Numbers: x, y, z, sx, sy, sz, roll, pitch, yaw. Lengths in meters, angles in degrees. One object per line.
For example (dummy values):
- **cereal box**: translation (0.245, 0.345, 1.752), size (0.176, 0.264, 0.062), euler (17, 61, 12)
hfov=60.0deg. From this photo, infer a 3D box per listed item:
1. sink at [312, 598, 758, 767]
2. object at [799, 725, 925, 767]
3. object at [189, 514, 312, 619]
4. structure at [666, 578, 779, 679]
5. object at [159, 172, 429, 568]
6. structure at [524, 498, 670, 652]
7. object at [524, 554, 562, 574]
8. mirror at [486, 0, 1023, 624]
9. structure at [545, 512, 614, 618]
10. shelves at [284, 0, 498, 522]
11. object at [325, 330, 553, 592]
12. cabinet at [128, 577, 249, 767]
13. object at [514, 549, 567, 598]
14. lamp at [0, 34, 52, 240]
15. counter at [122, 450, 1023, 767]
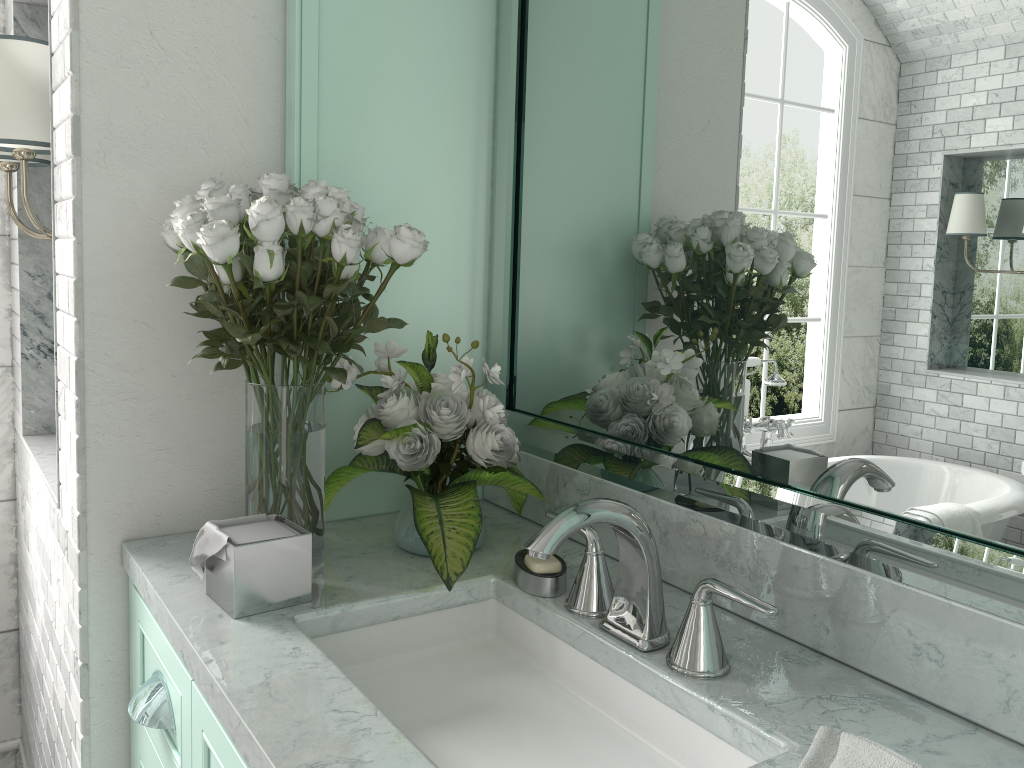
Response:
- **sink**: translation (-0.008, 0.432, 1.121), size (0.347, 0.078, 0.604), euler (-3, 9, -33)
- **object**: translation (0.330, 0.404, 0.740), size (0.239, 0.055, 0.318), euler (-4, 10, -37)
- **object**: translation (-0.396, 0.264, 1.322), size (0.147, 0.112, 0.136), euler (-4, 9, -38)
- **structure**: translation (0.272, 0.309, 1.122), size (0.158, 0.121, 0.083), euler (8, 9, 40)
- **object**: translation (-0.373, -0.020, 1.473), size (0.391, 0.651, 0.357), euler (-1, 7, -22)
- **structure**: translation (0.124, 0.254, 1.177), size (0.235, 0.204, 0.103), euler (-5, 9, -44)
- **object**: translation (0.049, 0.284, 1.406), size (0.051, 0.022, 0.077), euler (0, 8, -13)
- **mirror**: translation (0.375, -0.747, 1.210), size (0.015, 1.925, 1.441), euler (-2, 7, -34)
- **structure**: translation (0.094, 0.272, 1.350), size (0.158, 0.121, 0.083), euler (8, 9, 40)
- **shelves**: translation (0.561, -0.612, 0.582), size (0.465, 2.114, 2.819), euler (-2, 8, -34)
- **object**: translation (-0.124, 0.099, 1.574), size (0.394, 0.401, 0.454), euler (-2, 8, -32)
- **cabinet**: translation (0.397, 1.029, 0.674), size (0.863, 1.093, 2.808), euler (-3, 9, -34)
- **object**: translation (0.045, 0.302, 1.427), size (0.080, 0.035, 0.134), euler (0, 8, -16)
- **lamp**: translation (-1.021, -0.510, 1.949), size (0.308, 0.382, 0.550), euler (-3, 8, -34)
- **counter**: translation (0.434, 0.399, 0.624), size (0.824, 0.180, 2.818), euler (-3, 10, -33)
